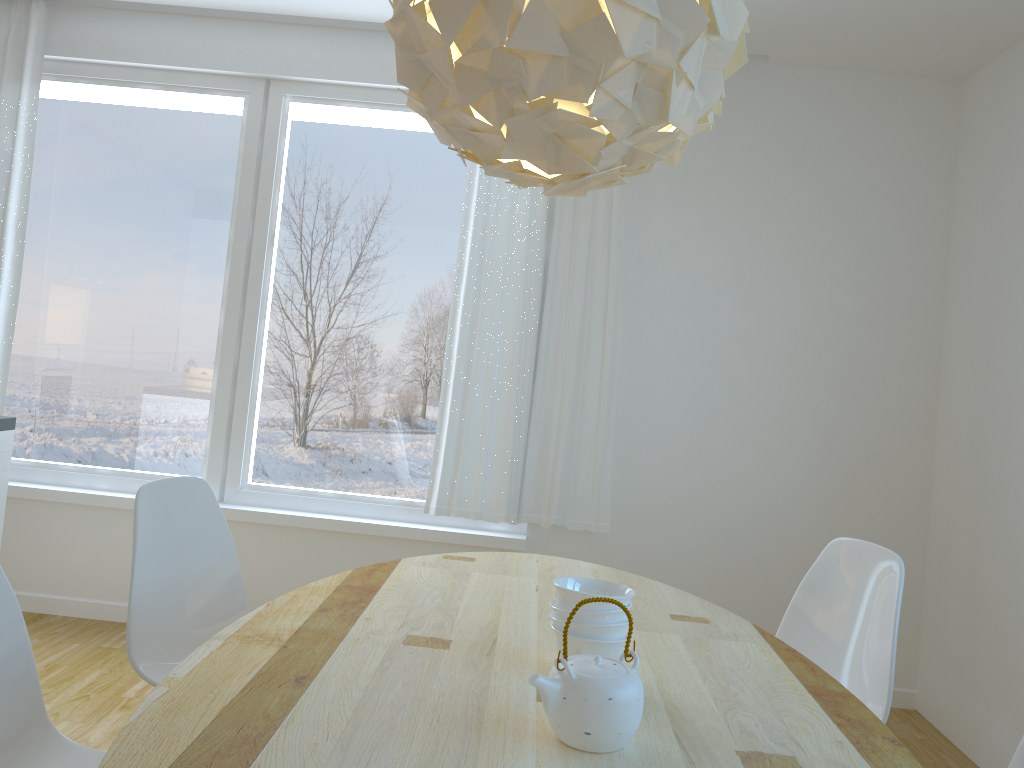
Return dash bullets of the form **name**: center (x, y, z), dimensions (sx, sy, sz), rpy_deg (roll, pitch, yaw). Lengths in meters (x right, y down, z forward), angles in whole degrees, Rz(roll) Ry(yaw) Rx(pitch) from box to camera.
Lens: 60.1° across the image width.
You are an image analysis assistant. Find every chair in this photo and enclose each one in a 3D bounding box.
- **chair**: center (0.764, 0.870, 1.473), dimensions (0.523, 0.904, 0.429), rpy_deg (6, -2, 2)
- **chair**: center (0.667, 0.846, 2.229), dimensions (0.522, 0.904, 0.430), rpy_deg (6, -2, -23)
- **chair**: center (-0.685, 0.714, 2.179), dimensions (0.524, 0.904, 0.428), rpy_deg (5, -2, 22)

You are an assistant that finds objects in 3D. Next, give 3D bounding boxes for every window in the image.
- **window**: center (-1.198, -0.430, 4.016), dimensions (2.727, 1.923, 0.088), rpy_deg (6, -3, 2)

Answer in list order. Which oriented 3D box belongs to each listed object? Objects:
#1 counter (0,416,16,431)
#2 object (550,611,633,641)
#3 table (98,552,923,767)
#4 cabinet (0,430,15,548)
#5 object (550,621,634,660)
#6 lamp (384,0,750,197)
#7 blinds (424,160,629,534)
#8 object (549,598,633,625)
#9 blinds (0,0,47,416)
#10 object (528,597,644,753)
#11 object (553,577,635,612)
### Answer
- **counter**: center (-1.948, 0.117, 1.686), dimensions (0.601, 0.040, 2.398), rpy_deg (6, 1, 2)
- **object**: center (0.141, 0.463, 1.617), dimensions (0.151, 0.093, 0.151), rpy_deg (6, 0, 41)
- **table**: center (0.007, 0.882, 1.508), dimensions (1.193, 0.726, 2.187), rpy_deg (6, 1, 0)
- **cabinet**: center (-1.994, 0.591, 1.665), dimensions (0.601, 0.911, 2.397), rpy_deg (6, 1, 2)
- **object**: center (0.142, 0.486, 1.614), dimensions (0.152, 0.083, 0.151), rpy_deg (6, 0, 41)
- **lamp**: center (0.123, -0.894, 1.600), dimensions (0.647, 1.138, 0.638), rpy_deg (6, -2, 1)
- **blinds**: center (0.122, -0.479, 3.782), dimensions (0.795, 2.165, 0.149), rpy_deg (6, -3, 2)
- **object**: center (0.141, 0.439, 1.619), dimensions (0.151, 0.096, 0.151), rpy_deg (6, 0, 19)
- **blinds**: center (-2.529, -0.741, 3.879), dimensions (0.795, 2.165, 0.149), rpy_deg (6, -3, 2)
- **object**: center (0.112, 0.424, 1.329), dimensions (0.177, 0.212, 0.147), rpy_deg (6, -1, 1)
- **object**: center (0.146, 0.411, 1.621), dimensions (0.152, 0.087, 0.151), rpy_deg (6, 0, 30)
